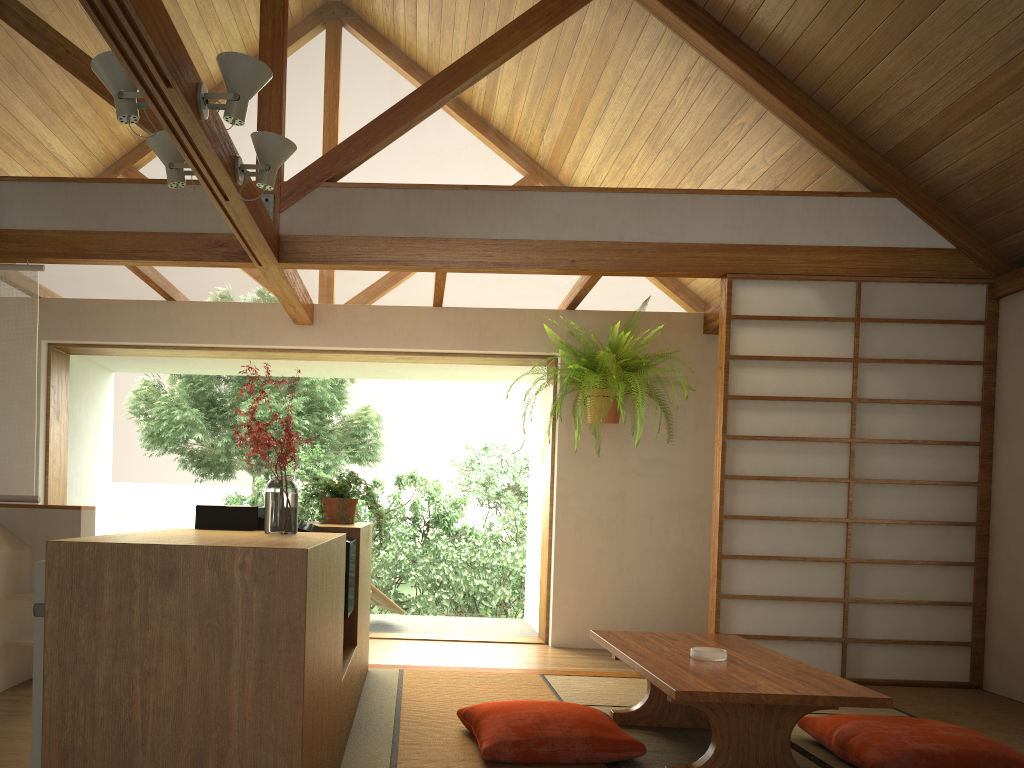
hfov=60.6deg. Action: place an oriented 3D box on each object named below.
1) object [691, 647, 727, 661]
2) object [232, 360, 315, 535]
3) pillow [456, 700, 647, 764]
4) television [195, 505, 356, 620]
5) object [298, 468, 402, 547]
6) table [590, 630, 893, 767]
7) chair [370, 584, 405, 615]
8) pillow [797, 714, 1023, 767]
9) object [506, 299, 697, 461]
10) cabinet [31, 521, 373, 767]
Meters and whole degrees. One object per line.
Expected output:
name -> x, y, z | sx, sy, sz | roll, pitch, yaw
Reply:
object -> 0.679, 0.931, 3.021 | 0.113, 0.030, 0.126 | 6, -9, -28
object -> -0.694, 0.175, 2.477 | 0.240, 0.499, 0.223 | 2, 0, 4
pillow -> 0.119, 1.205, 3.086 | 0.549, 0.148, 0.575 | 3, -8, -8
television -> -0.807, 0.701, 3.078 | 0.490, 0.538, 0.647 | 2, -4, -3
object -> -0.850, 0.579, 4.105 | 0.539, 0.375, 0.530 | 6, -7, -41
table -> 0.687, 1.118, 3.045 | 0.599, 0.334, 1.218 | 2, -7, -4
chair -> -1.469, 1.524, 6.690 | 1.177, 0.626, 0.847 | 5, -6, -26
pillow -> 1.374, 1.244, 3.037 | 0.555, 0.131, 0.569 | 2, -8, -3
object -> 0.646, 0.005, 5.625 | 1.257, 1.126, 1.078 | 2, -3, -8
cabinet -> -0.844, 0.875, 3.082 | 0.554, 0.733, 2.684 | 2, -7, -6
